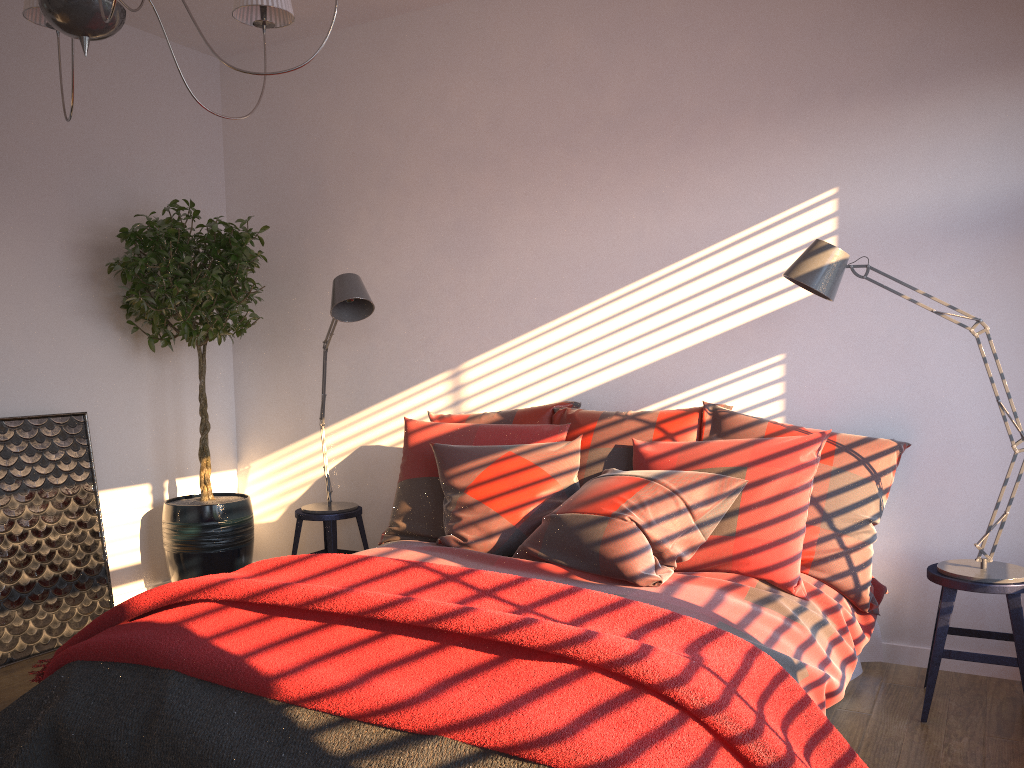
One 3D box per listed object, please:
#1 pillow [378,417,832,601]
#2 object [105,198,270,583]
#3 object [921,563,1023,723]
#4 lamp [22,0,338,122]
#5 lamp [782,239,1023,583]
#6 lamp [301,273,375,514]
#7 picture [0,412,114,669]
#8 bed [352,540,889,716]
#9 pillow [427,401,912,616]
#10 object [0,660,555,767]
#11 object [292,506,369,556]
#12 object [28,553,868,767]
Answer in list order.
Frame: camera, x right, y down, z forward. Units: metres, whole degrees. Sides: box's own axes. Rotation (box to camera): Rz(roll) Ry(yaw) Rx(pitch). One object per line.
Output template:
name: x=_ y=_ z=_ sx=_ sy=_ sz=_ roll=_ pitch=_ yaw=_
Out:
pillow: x=0.264 y=0.422 z=3.444 sx=1.813 sy=0.554 sz=0.526 roll=0 pitch=3 yaw=29
object: x=-1.590 y=0.117 z=4.406 sx=0.812 sy=2.028 sz=0.798 roll=2 pitch=5 yaw=32
object: x=1.574 y=0.870 z=2.983 sx=0.338 sy=0.482 sz=0.341 roll=1 pitch=4 yaw=27
lamp: x=-0.923 y=-1.199 z=1.857 sx=1.100 sy=1.083 sz=1.243 roll=1 pitch=4 yaw=29
lamp: x=1.324 y=0.068 z=2.996 sx=0.788 sy=1.132 sz=0.278 roll=0 pitch=5 yaw=20
lamp: x=-0.839 y=0.072 z=4.182 sx=0.279 sy=1.132 sz=0.786 roll=-3 pitch=4 yaw=-21
picture: x=-2.169 y=0.659 z=3.659 sx=0.210 sy=1.031 sz=1.022 roll=2 pitch=4 yaw=29
bed: x=0.024 y=0.759 z=2.871 sx=2.035 sy=0.773 sz=2.306 roll=0 pitch=2 yaw=28
pillow: x=0.319 y=0.451 z=3.378 sx=2.141 sy=0.736 sz=1.141 roll=0 pitch=3 yaw=27
object: x=-0.353 y=0.886 z=2.172 sx=2.505 sy=0.570 sz=1.118 roll=0 pitch=3 yaw=29
object: x=-0.917 y=0.871 z=4.481 sx=0.338 sy=0.482 sz=0.341 roll=1 pitch=4 yaw=29
object: x=-0.318 y=0.851 z=2.311 sx=2.644 sy=0.663 sz=0.681 roll=0 pitch=3 yaw=30
